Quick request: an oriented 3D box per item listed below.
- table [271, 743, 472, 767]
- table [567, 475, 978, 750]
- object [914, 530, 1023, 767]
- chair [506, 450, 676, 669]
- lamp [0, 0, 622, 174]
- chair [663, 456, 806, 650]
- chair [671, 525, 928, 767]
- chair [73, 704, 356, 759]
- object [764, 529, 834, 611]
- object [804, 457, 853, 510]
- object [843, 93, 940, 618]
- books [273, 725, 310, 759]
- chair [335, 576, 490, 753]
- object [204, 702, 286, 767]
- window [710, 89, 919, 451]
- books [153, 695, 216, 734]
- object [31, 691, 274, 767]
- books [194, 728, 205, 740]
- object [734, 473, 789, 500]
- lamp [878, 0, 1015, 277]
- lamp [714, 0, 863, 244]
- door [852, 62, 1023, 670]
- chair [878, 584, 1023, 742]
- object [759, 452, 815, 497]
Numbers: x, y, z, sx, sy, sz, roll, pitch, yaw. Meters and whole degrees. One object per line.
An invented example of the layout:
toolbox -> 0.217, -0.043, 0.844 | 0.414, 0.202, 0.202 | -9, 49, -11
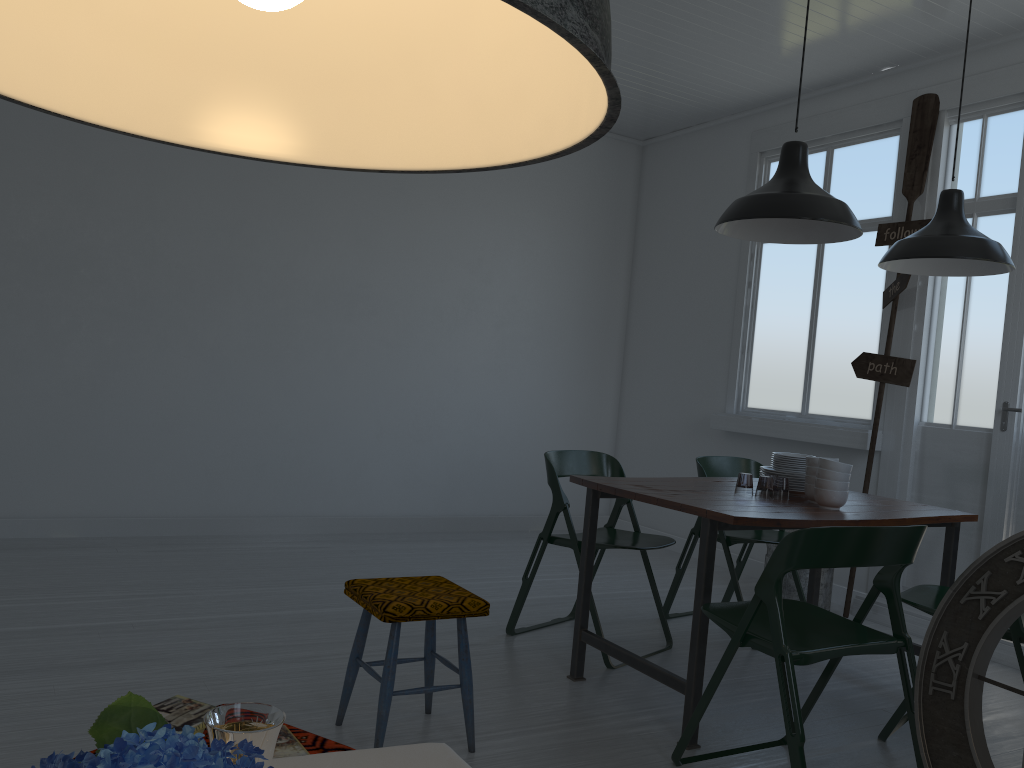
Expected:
table -> -0.279, 0.983, 0.721 | 1.328, 0.725, 1.669 | 5, 1, -29
table -> 1.197, 0.976, 4.165 | 1.696, 0.930, 1.170 | 5, 1, -33
object -> 1.574, 0.921, 2.352 | 1.110, 1.138, 0.585 | 6, 2, 45
chair -> 0.461, 0.883, 4.700 | 0.729, 1.007, 0.651 | 6, 2, 39
lamp -> -0.121, -1.264, 0.701 | 0.600, 2.045, 0.601 | 6, 2, 30
chair -> 1.383, 0.960, 5.248 | 0.652, 1.007, 0.729 | 4, 2, -41
chair -> 1.049, 0.949, 3.120 | 0.652, 1.007, 0.729 | 4, 1, -31
chair -> -0.616, 1.026, 1.810 | 0.419, 0.563, 0.419 | 6, 1, 29
object -> 1.904, 1.131, 5.848 | 0.450, 0.725, 0.451 | 6, 2, 39
object -> 1.391, 0.432, 3.921 | 0.149, 0.216, 0.309 | 5, 1, 2
object -> 2.433, -0.191, 5.716 | 0.361, 3.422, 0.413 | 5, 2, 2
books -> -0.495, 0.745, 1.806 | 0.133, 0.012, 0.189 | 5, 1, -33
chair -> -0.377, 1.034, 3.271 | 0.419, 0.563, 0.419 | 4, 1, -31
object -> -0.341, 0.509, 1.108 | 0.098, 0.192, 0.098 | 5, 1, -10
window -> 2.169, -0.789, 6.494 | 0.254, 2.399, 1.480 | 4, 2, -31
books -> -0.700, 0.691, 1.819 | 0.133, 0.022, 0.189 | 5, 1, 20
object -> -0.306, 0.440, 0.723 | 0.266, 0.377, 0.236 | 4, 1, -29
books -> -0.705, 0.717, 1.817 | 0.129, 0.030, 0.182 | 5, 1, -9
object -> 1.158, 0.468, 4.069 | 0.241, 0.098, 0.172 | 5, 1, -27
lamp -> 2.334, -1.355, 4.629 | 0.650, 1.500, 0.650 | 5, 1, 14
lamp -> 1.321, -1.440, 4.029 | 0.650, 1.500, 0.649 | 4, 2, -34
door -> 2.897, -0.162, 5.176 | 0.254, 3.482, 1.608 | 4, 2, -31
chair -> 1.999, 1.029, 3.684 | 0.729, 1.007, 0.651 | 6, 2, 39
object -> 1.347, 0.436, 4.272 | 0.300, 0.195, 0.305 | 5, 1, 6
